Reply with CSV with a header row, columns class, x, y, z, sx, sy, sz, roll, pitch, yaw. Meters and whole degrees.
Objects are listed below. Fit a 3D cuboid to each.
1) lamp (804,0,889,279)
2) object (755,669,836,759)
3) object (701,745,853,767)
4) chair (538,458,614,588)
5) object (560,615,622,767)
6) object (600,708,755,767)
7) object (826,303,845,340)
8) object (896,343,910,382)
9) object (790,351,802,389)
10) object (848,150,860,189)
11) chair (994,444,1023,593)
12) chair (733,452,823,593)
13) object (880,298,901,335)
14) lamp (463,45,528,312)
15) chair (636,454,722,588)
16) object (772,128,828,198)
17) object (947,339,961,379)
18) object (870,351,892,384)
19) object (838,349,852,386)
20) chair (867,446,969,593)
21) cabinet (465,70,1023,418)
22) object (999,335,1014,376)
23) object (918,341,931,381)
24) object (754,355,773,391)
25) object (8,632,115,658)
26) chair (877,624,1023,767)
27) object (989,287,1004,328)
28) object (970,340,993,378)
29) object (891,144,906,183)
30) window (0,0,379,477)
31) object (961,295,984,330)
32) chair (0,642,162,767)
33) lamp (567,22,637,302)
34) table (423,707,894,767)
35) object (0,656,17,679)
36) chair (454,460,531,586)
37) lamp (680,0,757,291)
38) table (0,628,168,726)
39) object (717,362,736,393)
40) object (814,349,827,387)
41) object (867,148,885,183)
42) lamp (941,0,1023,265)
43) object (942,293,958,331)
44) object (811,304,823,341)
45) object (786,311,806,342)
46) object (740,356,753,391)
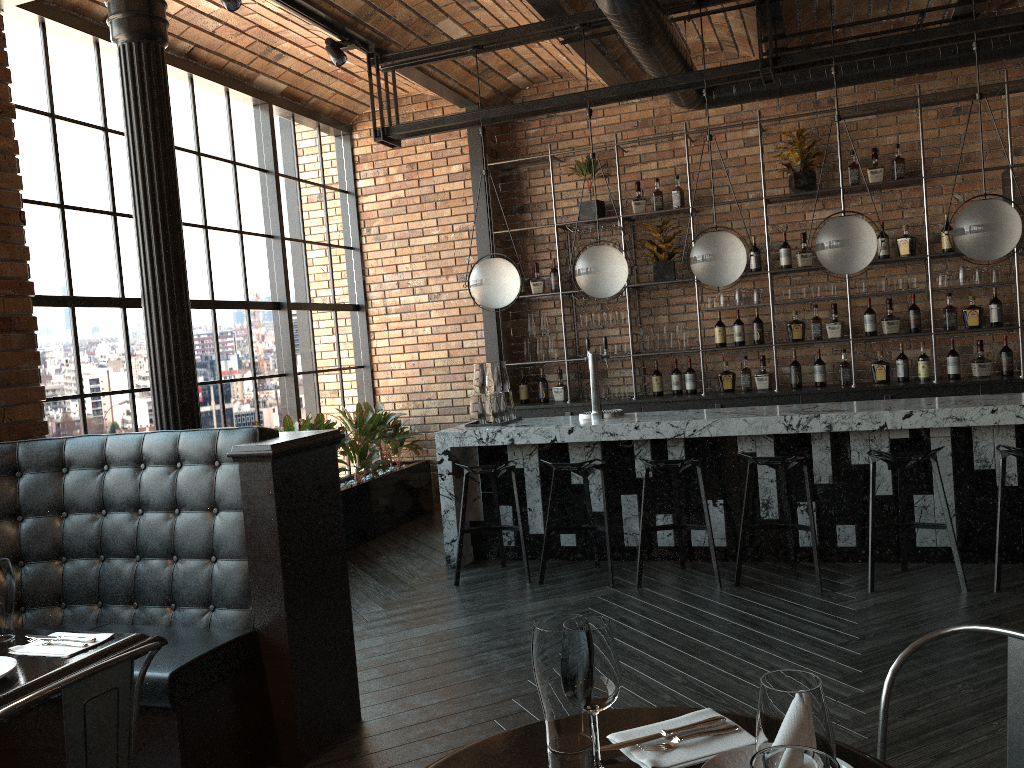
class,x,y,z,sx,sy,sz,roll,pitch,yaw
lamp,1.891,-1.490,5.140,0.340,1.754,0.340,-6,3,-24
object,0.344,0.477,1.070,0.092,0.244,0.092,-4,3,19
object,0.379,0.524,1.264,0.232,0.139,0.232,-5,3,-10
chair,0.420,0.792,5.314,0.475,0.737,0.414,-3,3,25
object,0.123,0.483,1.346,0.092,0.244,0.092,-4,3,19
object,0.260,0.581,1.449,0.255,0.019,0.157,-6,3,-19
object,2.510,-0.487,6.887,0.123,0.279,0.123,-3,3,34
object,2.981,-0.164,6.771,0.086,0.298,0.086,-6,3,-21
object,2.238,-0.115,7.001,0.086,0.297,0.086,-7,3,-36
object,2.612,-1.641,6.779,0.083,0.282,0.083,-4,3,20
chair,2.674,0.645,4.491,0.475,0.737,0.414,-3,3,25
chair,1.493,0.722,4.922,0.475,0.737,0.414,-3,3,30
object,2.880,-0.511,6.752,0.123,0.279,0.123,-4,3,9
lamp,-0.170,-1.355,5.893,0.340,1.754,0.340,-6,3,-24
chair,0.948,0.758,5.121,0.475,0.737,0.414,-4,3,15
object,2.249,-1.741,6.942,0.425,0.526,0.430,-4,3,22
object,3.307,-0.187,6.645,0.086,0.298,0.086,-6,3,-21
object,2.834,-0.129,6.811,0.151,0.248,0.094,-3,3,29
object,2.588,-0.131,6.900,0.083,0.282,0.083,-4,3,5
chair,2.094,0.683,4.703,0.475,0.737,0.414,-4,3,15
cabinet,1.361,-0.836,7.249,7.075,3.779,0.564,-4,3,20
object,3.635,-0.208,6.521,0.086,0.299,0.086,-6,3,-21
object,3.113,-0.172,6.708,0.080,0.299,0.080,-4,3,22
object,2.014,-0.090,7.096,0.123,0.279,0.123,-3,3,34
object,-1.171,0.661,2.276,0.255,0.019,0.157,-4,3,20
chair,0.688,0.885,1.452,0.558,0.857,0.504,-5,3,-15
object,3.563,-0.566,6.531,0.086,0.298,0.086,-6,3,-21
object,3.471,-0.186,6.564,0.123,0.279,0.123,-4,3,9
object,2.906,-1.661,6.672,0.083,0.282,0.083,-4,3,5
window,-4.129,-0.131,0.495,0.168,3.253,16.179,-4,3,20
object,3.416,-0.531,6.572,0.151,0.248,0.094,-3,3,29
chair,-1.039,1.005,1.922,0.558,0.857,0.504,-3,3,25
lamp,0.517,-1.400,5.642,0.340,1.754,0.340,-6,3,-24
table,0.216,0.983,1.241,0.866,0.758,0.866,-5,3,-16
object,-1.273,0.624,2.036,0.232,0.139,0.232,-4,3,17
chair,-0.115,0.827,5.510,0.475,0.737,0.414,-4,3,10
lamp,1.204,-1.445,5.391,0.340,1.754,0.340,-6,3,-24
table,-1.440,1.079,2.106,0.872,0.758,0.872,-4,3,20
object,1.746,-0.058,7.209,0.151,0.248,0.094,-4,3,9
object,2.419,-0.128,6.970,0.086,0.298,0.086,-6,3,-21
object,2.759,-1.649,6.727,0.123,0.279,0.123,-4,3,24
lamp,2.578,-1.535,4.889,0.340,1.754,0.340,-6,3,-24
object,3.271,-0.539,6.624,0.083,0.282,0.083,-4,3,5
object,2.385,-0.481,6.948,0.083,0.282,0.083,-4,3,20
object,2.242,-0.454,7.001,0.151,0.248,0.094,-4,3,9
object,1.889,-0.085,7.156,0.083,0.282,0.083,-4,3,20
